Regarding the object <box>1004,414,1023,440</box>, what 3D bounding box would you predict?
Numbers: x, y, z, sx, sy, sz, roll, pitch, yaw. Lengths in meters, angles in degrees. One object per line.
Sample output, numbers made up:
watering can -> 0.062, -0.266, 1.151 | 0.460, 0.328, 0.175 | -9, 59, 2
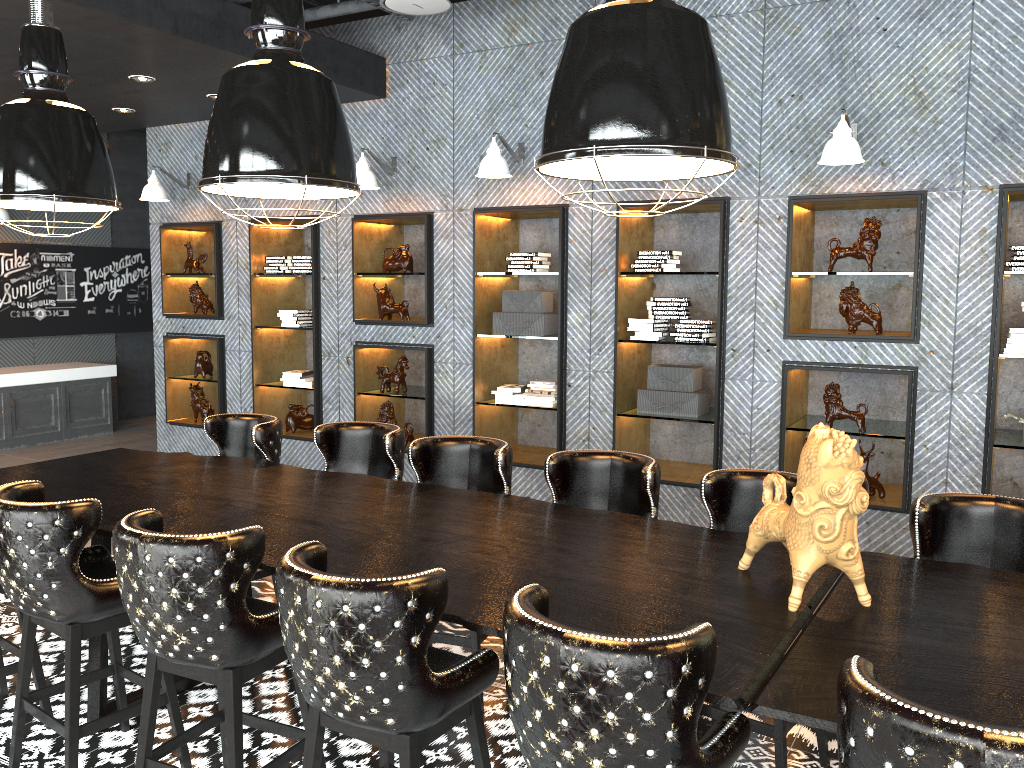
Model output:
object -> 3.034, 0.246, 4.921 | 0.535, 0.148, 0.485 | 4, 7, 28

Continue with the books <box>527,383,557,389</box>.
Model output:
books -> 0.242, 0.010, 6.327 | 0.206, 0.020, 0.197 | 4, 7, 31

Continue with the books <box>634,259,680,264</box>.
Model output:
books -> 0.964, -0.812, 5.892 | 0.245, 0.028, 0.194 | 5, 8, 37

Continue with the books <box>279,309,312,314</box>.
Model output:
books -> -1.808, -0.611, 7.452 | 0.193, 0.028, 0.246 | 3, 7, 22

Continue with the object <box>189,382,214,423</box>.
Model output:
object -> -2.801, 0.171, 8.030 | 0.269, 0.362, 0.170 | 3, 6, 23

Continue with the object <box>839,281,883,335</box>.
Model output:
object -> 2.051, -0.434, 5.209 | 0.242, 0.337, 0.159 | 4, 7, 34

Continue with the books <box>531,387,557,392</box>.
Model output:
books -> 0.258, 0.029, 6.349 | 0.247, 0.023, 0.244 | 2, 7, 14

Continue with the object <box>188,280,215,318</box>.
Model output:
object -> -2.766, -0.759, 7.917 | 0.236, 0.329, 0.155 | 4, 7, 34

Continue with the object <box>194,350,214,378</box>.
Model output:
object -> -2.792, -0.186, 8.046 | 0.126, 0.249, 0.253 | 1, 6, 4

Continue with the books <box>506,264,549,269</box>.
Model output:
books -> 0.115, -0.839, 6.351 | 0.245, 0.028, 0.194 | 6, 8, 40

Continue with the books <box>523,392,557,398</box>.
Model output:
books -> 0.230, 0.075, 6.328 | 0.264, 0.019, 0.205 | 4, 7, 28

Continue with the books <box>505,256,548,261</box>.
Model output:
books -> 0.104, -0.900, 6.386 | 0.245, 0.028, 0.194 | 5, 8, 35

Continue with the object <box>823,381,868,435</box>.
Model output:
object -> 1.971, 0.139, 5.249 | 0.257, 0.294, 0.135 | 5, 7, 37

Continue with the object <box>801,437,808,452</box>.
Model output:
object -> 1.894, 0.498, 5.393 | 0.266, 0.359, 0.168 | 3, 6, 23

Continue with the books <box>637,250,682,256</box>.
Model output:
books -> 0.983, -0.869, 5.898 | 0.245, 0.028, 0.194 | 4, 7, 29

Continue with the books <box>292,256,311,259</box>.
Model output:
books -> -1.680, -1.047, 7.360 | 0.245, 0.028, 0.194 | 0, 6, 2

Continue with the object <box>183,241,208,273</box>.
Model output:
object -> -2.801, -1.126, 7.859 | 0.290, 0.290, 0.097 | 4, 7, 28

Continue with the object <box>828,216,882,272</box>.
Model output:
object -> 2.007, -0.820, 5.202 | 0.292, 0.325, 0.152 | 3, 7, 27

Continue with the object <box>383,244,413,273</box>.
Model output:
object -> -0.882, -0.963, 6.815 | 0.278, 0.222, 0.139 | 4, 7, 29

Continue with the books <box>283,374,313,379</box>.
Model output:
books -> -1.808, -0.067, 7.539 | 0.175, 0.024, 0.243 | 3, 7, 21

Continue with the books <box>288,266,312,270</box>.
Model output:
books -> -1.703, -0.962, 7.360 | 0.245, 0.028, 0.194 | 2, 7, 16

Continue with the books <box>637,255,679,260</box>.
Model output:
books -> 0.972, -0.840, 5.896 | 0.245, 0.028, 0.194 | 3, 7, 21

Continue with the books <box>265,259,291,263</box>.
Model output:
books -> -1.932, -1.036, 7.502 | 0.245, 0.028, 0.194 | 5, 8, 34

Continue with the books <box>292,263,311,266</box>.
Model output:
books -> -1.678, -0.995, 7.405 | 0.245, 0.028, 0.194 | 2, 6, 12

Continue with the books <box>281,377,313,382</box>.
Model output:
books -> -1.818, -0.042, 7.522 | 0.227, 0.024, 0.166 | 2, 7, 16

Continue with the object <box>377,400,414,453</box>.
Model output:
object -> -0.906, 0.330, 6.924 | 0.338, 0.387, 0.177 | 5, 7, 37

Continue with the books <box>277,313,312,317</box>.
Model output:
books -> -1.814, -0.582, 7.445 | 0.193, 0.028, 0.246 | 4, 8, 32

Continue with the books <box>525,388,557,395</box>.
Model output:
books -> 0.231, 0.052, 6.338 | 0.197, 0.023, 0.248 | -6, 9, -43

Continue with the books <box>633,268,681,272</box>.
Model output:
books -> 0.961, -0.753, 5.877 | 0.193, 0.028, 0.245 | -6, 9, -44

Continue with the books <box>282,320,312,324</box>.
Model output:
books -> -1.767, -0.521, 7.412 | 0.193, 0.028, 0.245 | 5, 8, 38

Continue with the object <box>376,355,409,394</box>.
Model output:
object -> -0.941, -0.079, 6.942 | 0.317, 0.306, 0.143 | 3, 7, 25

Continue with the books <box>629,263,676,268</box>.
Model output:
books -> 0.936, -0.783, 5.887 | 0.245, 0.028, 0.194 | 6, 8, 40

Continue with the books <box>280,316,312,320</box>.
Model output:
books -> -1.791, -0.554, 7.447 | 0.193, 0.028, 0.246 | 4, 7, 29

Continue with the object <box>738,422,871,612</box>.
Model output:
object -> 0.870, 0.357, 2.629 | 0.249, 0.545, 0.475 | 0, 6, -8

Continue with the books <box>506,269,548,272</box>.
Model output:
books -> 0.112, -0.813, 6.367 | 0.245, 0.028, 0.194 | 4, 7, 29

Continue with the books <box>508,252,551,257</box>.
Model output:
books -> 0.129, -0.924, 6.346 | 0.245, 0.028, 0.194 | 4, 8, 32

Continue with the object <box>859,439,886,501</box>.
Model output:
object -> 2.135, 0.508, 5.293 | 0.198, 0.358, 0.116 | -3, 7, -30

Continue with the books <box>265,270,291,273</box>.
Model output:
books -> -1.932, -0.951, 7.510 | 0.245, 0.028, 0.194 | 5, 8, 33

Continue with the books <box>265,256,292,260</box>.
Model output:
books -> -1.931, -1.064, 7.498 | 0.245, 0.028, 0.194 | 3, 7, 26

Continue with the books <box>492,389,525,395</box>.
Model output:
books -> -0.016, 0.054, 6.540 | 0.175, 0.024, 0.243 | 4, 7, 28

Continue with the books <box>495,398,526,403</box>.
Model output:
books -> 0.008, 0.110, 6.514 | 0.243, 0.034, 0.180 | 1, 6, 9

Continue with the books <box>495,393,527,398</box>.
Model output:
books -> -0.009, 0.081, 6.512 | 0.227, 0.024, 0.166 | 0, 6, -2

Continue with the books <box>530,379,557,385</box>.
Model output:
books -> 0.249, -0.014, 6.347 | 0.212, 0.024, 0.185 | 3, 7, 24

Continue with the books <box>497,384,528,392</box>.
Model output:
books -> 0.006, 0.032, 6.503 | 0.179, 0.029, 0.225 | 2, 7, 15

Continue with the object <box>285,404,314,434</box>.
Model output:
object -> -1.793, 0.283, 7.588 | 0.314, 0.251, 0.157 | -6, 9, -45

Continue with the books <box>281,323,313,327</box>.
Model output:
books -> -1.787, -0.499, 7.462 | 0.193, 0.028, 0.246 | 3, 7, 25

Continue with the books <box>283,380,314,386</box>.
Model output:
books -> -1.800, -0.013, 7.524 | 0.243, 0.034, 0.180 | 0, 6, -1

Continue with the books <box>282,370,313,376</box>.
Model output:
books -> -1.811, -0.092, 7.518 | 0.179, 0.029, 0.225 | 2, 7, 13

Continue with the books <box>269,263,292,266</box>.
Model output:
books -> -1.912, -1.011, 7.539 | 0.245, 0.028, 0.194 | 5, 8, 36

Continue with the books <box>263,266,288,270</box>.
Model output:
books -> -1.955, -0.980, 7.509 | 0.245, 0.028, 0.194 | 6, 8, 41

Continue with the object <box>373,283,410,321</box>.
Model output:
object -> -0.926, -0.629, 6.856 | 0.324, 0.309, 0.154 | 4, 7, 34

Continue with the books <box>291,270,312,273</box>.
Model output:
books -> -1.681, -0.935, 7.371 | 0.245, 0.028, 0.194 | 1, 6, 9

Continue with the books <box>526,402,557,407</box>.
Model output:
books -> 0.235, 0.137, 6.330 | 0.228, 0.023, 0.167 | 4, 7, 30

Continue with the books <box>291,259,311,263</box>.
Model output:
books -> -1.681, -1.019, 7.363 | 0.245, 0.028, 0.194 | 1, 6, 10

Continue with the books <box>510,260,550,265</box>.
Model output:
books -> 0.132, -0.867, 6.350 | 0.245, 0.028, 0.194 | 3, 7, 20
